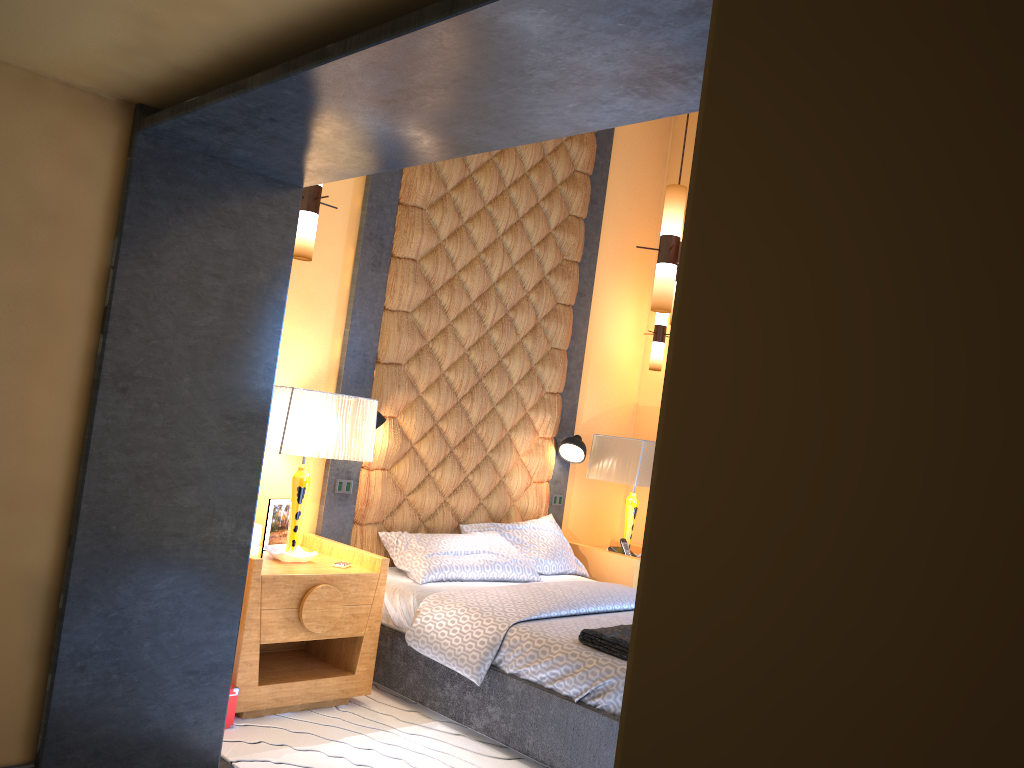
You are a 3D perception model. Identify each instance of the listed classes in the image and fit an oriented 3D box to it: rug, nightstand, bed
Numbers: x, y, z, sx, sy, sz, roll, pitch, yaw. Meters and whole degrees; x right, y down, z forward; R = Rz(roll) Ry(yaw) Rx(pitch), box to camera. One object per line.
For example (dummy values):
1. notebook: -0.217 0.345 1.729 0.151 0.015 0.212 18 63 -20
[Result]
1. rug: 0.792 1.689 3.829 3.699 0.016 3.393 4 -5 45
2. nightstand: -1.099 1.102 4.143 0.709 0.699 0.720 10 -4 -45
3. nightstand: 0.737 1.459 5.984 0.681 0.689 0.719 10 -4 -45
4. bed: 0.328 1.209 4.625 2.104 0.824 1.892 5 -4 45

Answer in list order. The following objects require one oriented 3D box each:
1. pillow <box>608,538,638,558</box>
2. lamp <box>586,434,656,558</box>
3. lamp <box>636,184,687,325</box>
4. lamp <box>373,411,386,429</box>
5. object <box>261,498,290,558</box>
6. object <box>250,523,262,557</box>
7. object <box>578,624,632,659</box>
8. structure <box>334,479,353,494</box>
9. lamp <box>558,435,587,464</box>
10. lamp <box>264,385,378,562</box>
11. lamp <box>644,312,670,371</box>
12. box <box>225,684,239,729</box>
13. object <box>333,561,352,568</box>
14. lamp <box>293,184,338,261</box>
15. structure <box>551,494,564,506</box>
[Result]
1. pillow: 1.246 1.212 4.573 1.147 0.407 2.630 8 -3 -3
2. lamp: 0.799 0.770 5.909 0.506 0.802 0.423 10 -3 -45
3. lamp: 1.245 -1.313 3.761 1.142 2.167 1.140 9 -2 -22
4. lamp: -0.772 0.202 4.664 0.214 0.190 0.186 9 -3 -17
5. object: -1.160 0.689 4.305 0.077 0.254 0.386 7 -3 6
6. object: -1.261 0.685 4.094 0.130 0.210 0.173 10 -3 -45
7. object: 0.904 1.149 4.049 0.404 0.104 1.463 5 -4 45
8. structure: -0.898 0.546 4.722 0.103 0.071 0.016 10 -3 -45
9. lamp: 0.583 0.464 5.841 0.568 0.218 0.231 8 -3 3
10. lamp: -0.994 0.430 4.174 0.506 0.802 0.423 10 -3 -45
11. lamp: 1.038 -0.357 6.223 0.199 0.531 0.199 8 -2 0
12. box: -1.362 1.304 3.674 0.281 0.176 0.397 11 -4 -45
13. object: -0.800 0.854 4.180 0.064 0.018 0.111 7 -3 10
14. lamp: -0.859 -0.794 3.780 0.199 0.531 0.199 8 -2 0
15. structure: 0.301 0.776 5.924 0.103 0.071 0.016 10 -3 -45
